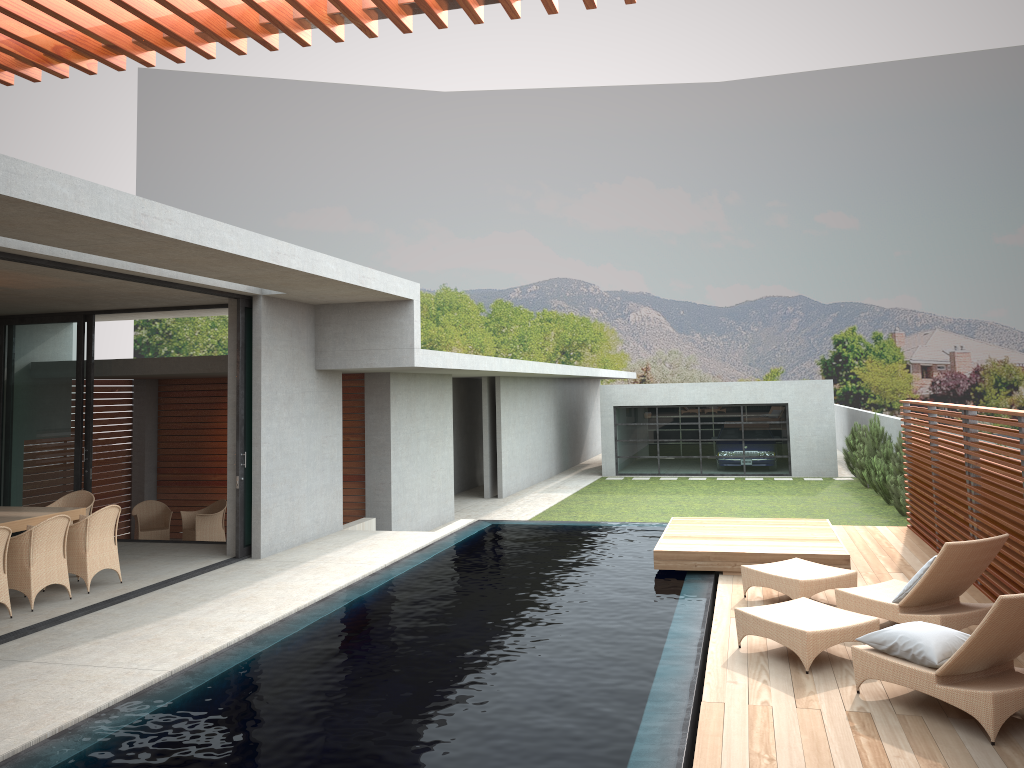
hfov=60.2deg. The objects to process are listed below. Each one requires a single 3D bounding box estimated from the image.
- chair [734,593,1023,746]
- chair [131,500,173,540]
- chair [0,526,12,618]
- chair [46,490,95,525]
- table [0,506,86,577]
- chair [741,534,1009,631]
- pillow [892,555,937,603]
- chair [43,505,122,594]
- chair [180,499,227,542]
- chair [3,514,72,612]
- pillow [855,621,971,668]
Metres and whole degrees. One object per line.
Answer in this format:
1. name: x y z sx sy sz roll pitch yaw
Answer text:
1. chair: 2.510 1.580 5.938 0.700 0.832 2.284 0 -1 -25
2. chair: -5.910 2.371 14.493 0.617 0.869 0.627 1 -4 -30
3. chair: -4.891 1.715 7.942 0.629 0.869 0.614 -2 -4 15
4. chair: -5.368 1.743 10.567 0.617 0.869 0.627 -2 -4 15
5. table: -5.848 1.793 8.561 1.278 0.761 3.245 -2 -1 15
6. chair: 2.986 1.579 7.545 0.700 0.832 2.284 0 -2 -26
7. pillow: 3.328 1.496 6.870 0.608 0.430 0.425 0 -3 -27
8. chair: -4.514 1.716 9.366 0.629 0.869 0.614 -2 -4 15
9. chair: -4.997 2.350 14.428 0.615 0.869 0.629 -5 -5 45
10. chair: -4.703 1.715 8.654 0.629 0.869 0.614 -2 -4 15
11. pillow: 2.624 1.632 5.615 0.595 0.195 0.591 -1 -1 -29
